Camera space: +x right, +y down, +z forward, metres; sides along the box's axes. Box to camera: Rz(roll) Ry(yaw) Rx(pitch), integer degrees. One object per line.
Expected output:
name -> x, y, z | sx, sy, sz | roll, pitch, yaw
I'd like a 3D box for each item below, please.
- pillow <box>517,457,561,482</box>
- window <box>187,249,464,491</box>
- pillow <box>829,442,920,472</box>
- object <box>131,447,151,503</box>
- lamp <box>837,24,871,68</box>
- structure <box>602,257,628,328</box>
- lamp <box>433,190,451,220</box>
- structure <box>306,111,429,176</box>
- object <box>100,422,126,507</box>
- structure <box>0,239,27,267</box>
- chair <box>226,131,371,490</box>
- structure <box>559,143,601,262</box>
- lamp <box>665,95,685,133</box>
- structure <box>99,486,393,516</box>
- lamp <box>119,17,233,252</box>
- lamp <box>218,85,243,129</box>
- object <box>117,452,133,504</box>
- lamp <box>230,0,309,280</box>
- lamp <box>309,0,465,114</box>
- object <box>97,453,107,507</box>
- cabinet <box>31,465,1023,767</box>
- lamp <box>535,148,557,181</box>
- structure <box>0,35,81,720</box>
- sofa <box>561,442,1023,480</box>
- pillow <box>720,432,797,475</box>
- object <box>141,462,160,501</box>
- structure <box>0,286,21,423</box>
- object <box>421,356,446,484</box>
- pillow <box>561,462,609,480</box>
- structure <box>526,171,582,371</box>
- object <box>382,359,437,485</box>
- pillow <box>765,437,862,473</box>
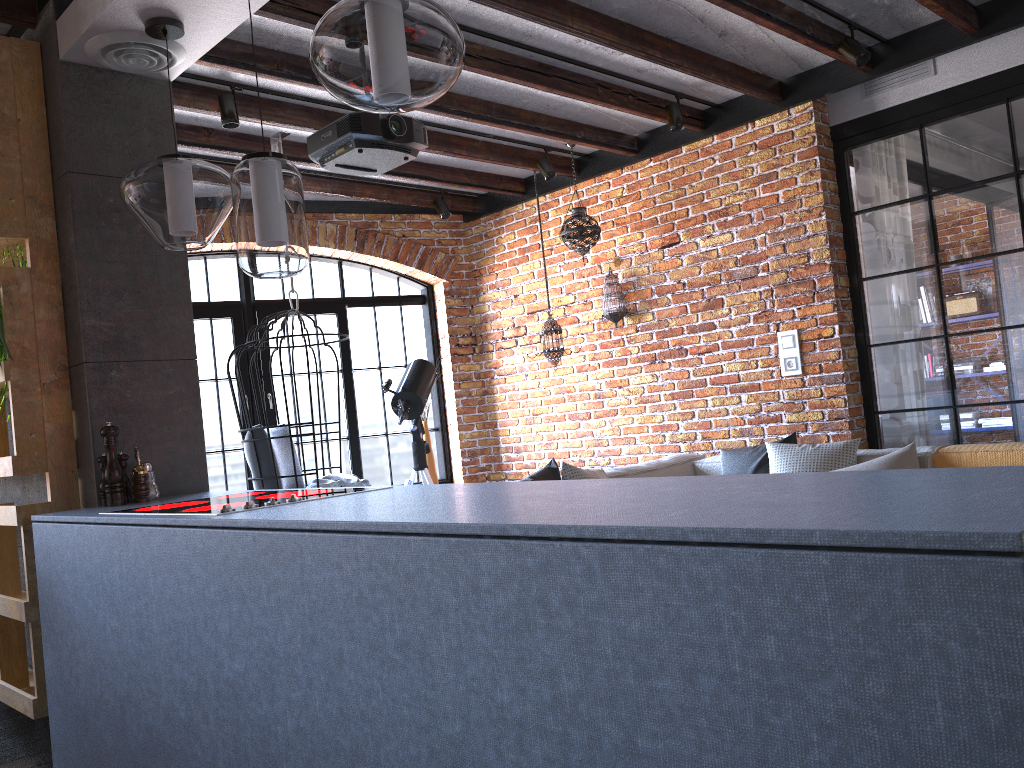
pillow -> 0.138, 0.565, 4.147 | 0.239, 0.417, 0.538 | -7, -3, 35
window -> -1.884, -0.035, 6.496 | 3.292, 2.232, 0.177 | -5, -2, -27
pillow -> 1.726, 0.453, 4.200 | 0.485, 0.314, 0.358 | -6, -2, -1
object -> -1.274, 0.309, 3.045 | 0.058, 0.192, 0.081 | -6, -2, -3
lamp -> 1.649, -1.626, 4.280 | 0.093, 0.210, 0.150 | -4, -3, -42
structure -> 0.669, -0.610, 5.896 | 0.169, 0.482, 0.169 | -4, -3, -44
lamp -> -0.514, -1.311, 6.510 | 0.134, 0.208, 0.093 | -7, -2, 22
structure -> -0.671, -1.365, 3.889 | 0.409, 0.816, 0.464 | -4, -3, -44
object -> -1.339, 0.268, 2.973 | 0.061, 0.282, 0.061 | -5, -2, -30
structure -> -1.961, -0.590, 3.157 | 0.422, 0.620, 0.570 | -7, -2, 15
chair -> -1.268, -0.298, 5.002 | 0.682, 2.220, 0.802 | -6, -2, 1
structure -> 0.423, -1.175, 5.729 | 0.265, 0.779, 0.273 | -6, -2, -5
lamp -> 0.924, -1.529, 5.014 | 0.113, 0.194, 0.085 | -7, -2, 17
structure -> -0.764, 0.340, 2.496 | 0.504, 0.057, 0.764 | -4, -3, -44
lamp -> -1.116, -0.821, 2.933 | 0.367, 0.747, 0.367 | -6, -2, 9
lamp -> -1.343, -1.325, 4.238 | 0.116, 0.188, 0.083 | -6, -2, 9
object -> -1.349, 0.325, 3.077 | 0.048, 0.180, 0.048 | -7, -2, 29
lamp -> -0.712, -0.776, 2.502 | 0.194, 0.955, 0.198 | -6, -2, -14
lamp -> -0.313, -0.980, 2.097 | 0.364, 0.664, 0.364 | -7, -2, 29
object -> -1.384, 0.327, 3.024 | 0.048, 0.180, 0.048 | -6, -2, 6
cabinet -> -0.301, 0.689, 2.057 | 0.607, 0.844, 2.961 | -4, -3, -44
lamp -> 0.217, -1.418, 5.748 | 0.134, 0.208, 0.090 | -6, -2, 13
structure -> -2.640, 0.092, 4.121 | 0.206, 2.381, 2.830 | -4, -3, -44
sofa -> 1.307, 0.676, 3.604 | 2.535, 0.697, 3.302 | -4, -3, -45
pillow -> 1.320, 0.475, 4.794 | 0.510, 0.400, 0.263 | -8, -3, 40
object -> -1.278, 0.341, 3.105 | 0.069, 0.135, 0.069 | -7, -2, 26
structure -> -1.904, -0.113, 3.194 | 0.422, 0.620, 0.571 | -5, -2, -25
object -> -0.607, 0.280, 6.779 | 0.270, 1.053, 0.299 | -5, -2, -24
pillow -> 0.398, 0.559, 4.364 | 0.250, 0.402, 0.543 | -7, -2, 28
structure -> 0.224, -0.805, 6.060 | 0.389, 1.437, 0.339 | -4, -3, -44
object -> -0.672, 0.561, 5.861 | 0.570, 1.471, 0.616 | -5, -2, -18
pillow -> 1.517, 0.459, 4.513 | 0.496, 0.354, 0.293 | -7, -2, 31
